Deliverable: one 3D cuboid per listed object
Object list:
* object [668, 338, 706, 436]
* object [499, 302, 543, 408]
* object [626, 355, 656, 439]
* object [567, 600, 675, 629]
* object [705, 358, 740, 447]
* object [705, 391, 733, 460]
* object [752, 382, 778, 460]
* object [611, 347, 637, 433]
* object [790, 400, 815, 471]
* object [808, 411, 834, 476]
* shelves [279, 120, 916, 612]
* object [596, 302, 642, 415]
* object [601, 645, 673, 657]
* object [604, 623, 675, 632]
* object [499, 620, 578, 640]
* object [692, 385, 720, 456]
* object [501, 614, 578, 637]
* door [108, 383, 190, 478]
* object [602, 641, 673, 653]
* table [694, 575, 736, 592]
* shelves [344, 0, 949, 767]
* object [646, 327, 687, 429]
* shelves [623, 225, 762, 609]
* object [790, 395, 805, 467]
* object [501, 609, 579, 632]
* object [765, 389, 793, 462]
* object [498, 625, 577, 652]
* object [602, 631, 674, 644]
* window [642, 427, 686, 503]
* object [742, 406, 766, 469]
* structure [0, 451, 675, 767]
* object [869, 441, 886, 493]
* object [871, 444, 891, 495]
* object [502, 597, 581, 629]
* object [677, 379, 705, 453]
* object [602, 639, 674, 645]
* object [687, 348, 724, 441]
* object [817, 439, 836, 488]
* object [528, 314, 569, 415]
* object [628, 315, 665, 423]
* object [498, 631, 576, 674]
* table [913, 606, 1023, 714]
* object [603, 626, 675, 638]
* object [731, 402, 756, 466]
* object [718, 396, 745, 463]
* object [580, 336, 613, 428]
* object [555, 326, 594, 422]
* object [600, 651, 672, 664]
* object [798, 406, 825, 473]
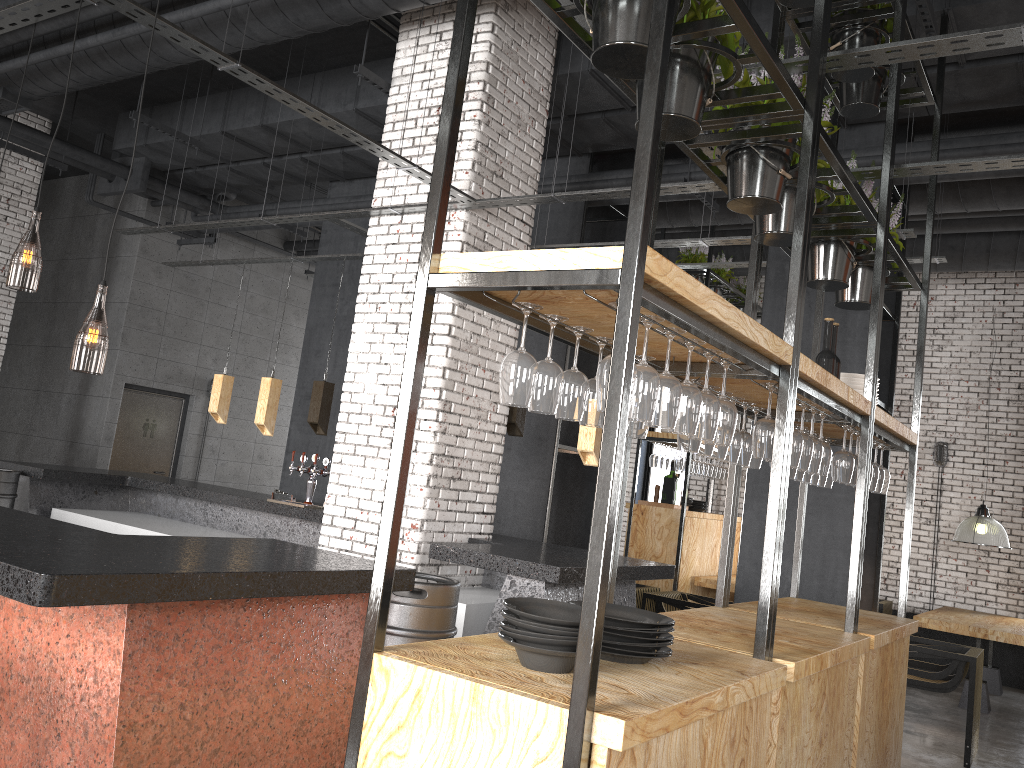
[{"bbox_3d":[0.496,0.009,2.521,0.101,0.268,0.100,8,-7,-3],"label":"object"},{"bbox_3d":[0.024,-0.075,2.324,0.101,0.268,0.100,8,-7,-3],"label":"object"},{"bbox_3d":[0.418,0.043,2.922,0.101,0.268,0.101,11,-8,-25],"label":"object"},{"bbox_3d":[0.303,0.658,2.497,0.306,0.040,0.305,6,-7,17],"label":"object"},{"bbox_3d":[0.656,0.057,2.763,0.101,0.268,0.101,11,-8,-25],"label":"object"},{"bbox_3d":[0.825,0.165,3.540,0.100,0.268,0.101,14,-10,-42],"label":"object"},{"bbox_3d":[0.908,0.133,3.146,0.100,0.268,0.101,14,-10,-42],"label":"object"},{"bbox_3d":[0.338,0.019,2.801,0.101,0.268,0.100,8,-7,-3],"label":"object"},{"bbox_3d":[1.143,0.203,3.502,0.100,0.268,0.101,14,-10,-42],"label":"object"},{"bbox_3d":[1.302,0.251,3.744,0.100,0.268,0.101,14,-10,-42],"label":"object"},{"bbox_3d":[0.436,-0.341,8.645,6.150,4.378,1.000,3,-9,34],"label":"shelves"},{"bbox_3d":[0.262,-0.061,2.165,0.101,0.268,0.100,8,-7,-3],"label":"object"},{"bbox_3d":[0.294,0.736,2.484,0.305,0.041,0.306,13,-8,-38],"label":"object"},{"bbox_3d":[0.301,0.672,2.494,0.305,0.049,0.305,11,-7,-31],"label":"object"},{"bbox_3d":[0.092,0.642,2.211,0.256,0.075,0.256,11,-7,-30],"label":"object"},{"bbox_3d":[0.745,0.141,3.419,0.100,0.268,0.101,14,-10,-42],"label":"object"},{"bbox_3d":[0.095,0.625,2.213,0.257,0.072,0.256,7,-6,6],"label":"object"},{"bbox_3d":[-5.002,1.095,11.906,0.158,2.108,1.116,3,-9,34],"label":"door"},{"bbox_3d":[0.296,0.721,2.487,0.306,0.044,0.305,3,-8,35],"label":"object"},{"bbox_3d":[2.853,2.590,9.823,1.000,0.765,2.110,3,-8,34],"label":"table"},{"bbox_3d":[1.101,-0.491,3.631,0.690,5.032,3.648,3,-9,34],"label":"shelves"},{"bbox_3d":[0.416,-0.015,2.400,0.101,0.268,0.100,8,-7,-3],"label":"object"},{"bbox_3d":[2.262,0.410,10.393,0.690,5.032,2.326,3,-9,34],"label":"shelves"},{"bbox_3d":[1.063,0.179,3.381,0.100,0.268,0.101,14,-10,-42],"label":"object"},{"bbox_3d":[0.095,0.620,2.214,0.257,0.072,0.256,3,-8,33],"label":"object"},{"bbox_3d":[0.983,0.155,3.260,0.100,0.268,0.101,14,-10,-42],"label":"object"},{"bbox_3d":[0.091,0.649,2.210,0.257,0.076,0.256,3,-8,34],"label":"object"},{"bbox_3d":[0.299,0.698,2.490,0.305,0.042,0.305,9,-6,-9],"label":"object"},{"bbox_3d":[2.184,1.160,12.404,0.749,2.706,0.364,3,-9,34],"label":"window"},{"bbox_3d":[1.064,0.237,3.903,0.100,0.268,0.101,14,-10,-42],"label":"object"},{"bbox_3d":[-2.532,1.051,5.682,5.879,1.537,4.298,3,-8,34],"label":"structure"},{"bbox_3d":[1.912,0.435,4.670,0.101,0.268,0.100,8,-7,-3],"label":"object"},{"bbox_3d":[1.992,0.459,4.791,0.101,0.268,0.100,8,-7,-3],"label":"object"},{"bbox_3d":[0.099,0.595,2.218,0.257,0.076,0.256,10,-7,-19],"label":"object"},{"bbox_3d":[0.670,0.119,3.305,0.100,0.268,0.101,14,-10,-42],"label":"object"},{"bbox_3d":[0.296,0.712,2.487,0.305,0.046,0.305,8,-6,-8],"label":"object"},{"bbox_3d":[0.576,0.033,2.642,0.101,0.268,0.100,8,-7,-3],"label":"object"},{"bbox_3d":[1.754,0.445,4.950,0.101,0.268,0.100,8,-7,-3],"label":"object"},{"bbox_3d":[0.099,-0.053,2.438,0.101,0.268,0.100,8,-7,-3],"label":"object"},{"bbox_3d":[0.337,-0.039,2.279,0.101,0.268,0.100,8,-7,-3],"label":"object"},{"bbox_3d":[0.088,0.672,2.207,0.257,0.067,0.256,4,-7,26],"label":"object"},{"bbox_3d":[4.608,2.694,8.650,1.000,0.765,2.110,3,-8,34],"label":"table"},{"bbox_3d":[0.301,0.683,2.492,0.306,0.037,0.305,3,-8,35],"label":"object"},{"bbox_3d":[0.985,0.213,3.782,0.100,0.268,0.101,14,-10,-42],"label":"object"},{"bbox_3d":[0.905,0.189,3.661,0.100,0.268,0.101,14,-10,-42],"label":"object"},{"bbox_3d":[0.258,-0.005,2.680,0.101,0.268,0.100,8,-7,-3],"label":"object"},{"bbox_3d":[0.179,-0.029,2.559,0.101,0.268,0.100,8,-7,-3],"label":"object"},{"bbox_3d":[0.292,0.746,2.484,0.305,0.035,0.305,10,-7,-18],"label":"object"},{"bbox_3d":[1.222,0.227,3.623,0.100,0.268,0.101,14,-10,-42],"label":"object"}]
